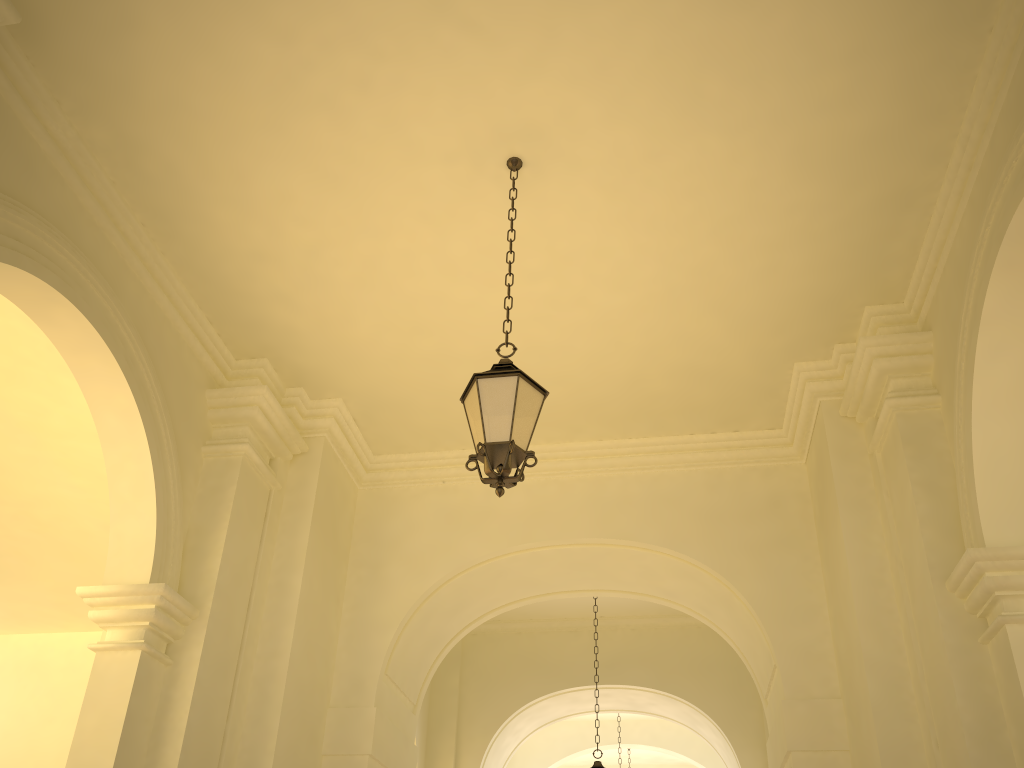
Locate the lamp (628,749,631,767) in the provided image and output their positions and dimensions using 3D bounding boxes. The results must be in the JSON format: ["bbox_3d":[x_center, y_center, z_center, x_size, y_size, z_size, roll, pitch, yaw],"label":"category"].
[{"bbox_3d":[2.501,9.264,18.357,0.511,3.089,0.473,-3,-31,9],"label":"lamp"}]

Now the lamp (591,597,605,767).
[{"bbox_3d":[1.027,3.808,10.605,0.446,3.089,0.541,12,-32,-16],"label":"lamp"}]

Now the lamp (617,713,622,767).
[{"bbox_3d":[1.859,6.887,14.981,0.511,3.089,0.473,-3,-31,9],"label":"lamp"}]

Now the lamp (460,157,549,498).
[{"bbox_3d":[-0.024,-0.435,5.195,0.454,2.394,0.532,-21,-38,34],"label":"lamp"}]
